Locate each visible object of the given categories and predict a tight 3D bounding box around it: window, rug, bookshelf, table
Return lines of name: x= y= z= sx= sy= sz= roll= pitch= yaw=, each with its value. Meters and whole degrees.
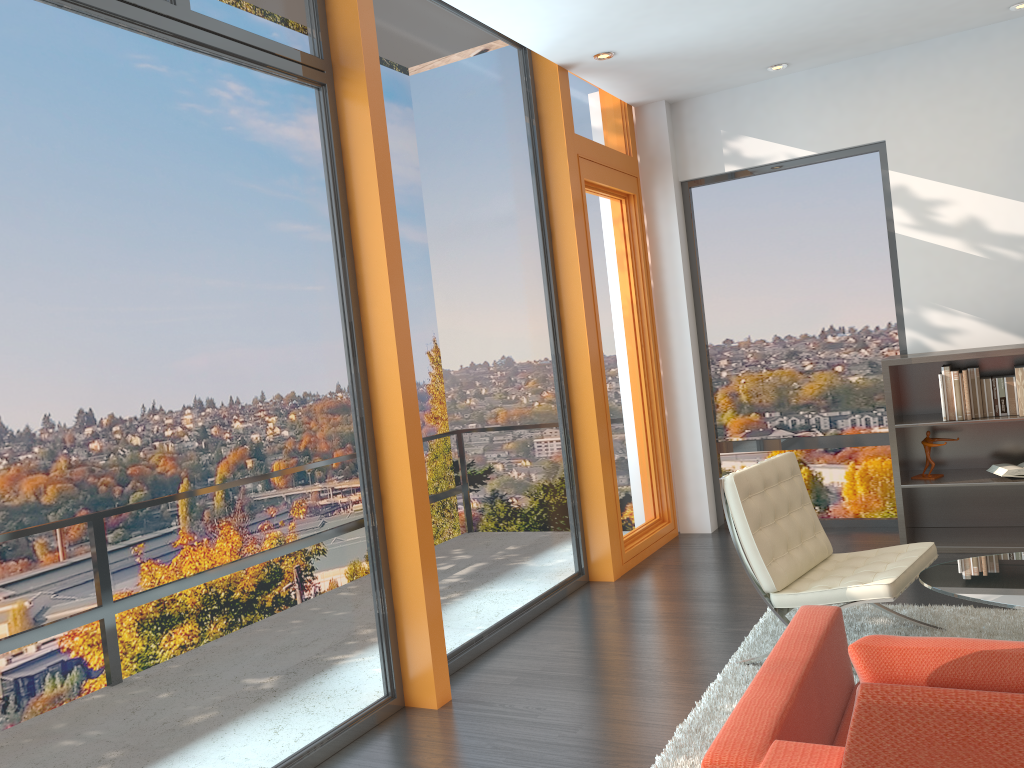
window: x=-0.175 y=-0.373 z=4.650 sx=0.070 sy=3.345 sz=1.845 roll=-6 pitch=1 yaw=29
window: x=1.975 y=-0.652 z=6.247 sx=1.409 sy=3.339 sz=0.065 roll=-6 pitch=1 yaw=29
window: x=-1.168 y=-0.214 z=2.823 sx=0.070 sy=3.345 sz=2.105 roll=-6 pitch=1 yaw=29
rug: x=2.325 y=1.087 z=2.398 sx=3.771 sy=0.043 sz=2.985 roll=-6 pitch=2 yaw=29
bookshelf: x=3.882 y=0.272 z=4.743 sx=3.386 sy=1.163 sz=0.570 roll=-6 pitch=1 yaw=29
table: x=2.385 y=0.844 z=2.767 sx=1.998 sy=0.464 sz=0.948 roll=-6 pitch=2 yaw=30
window: x=0.674 y=-0.504 z=6.017 sx=0.211 sy=3.345 sz=1.157 roll=-6 pitch=1 yaw=29

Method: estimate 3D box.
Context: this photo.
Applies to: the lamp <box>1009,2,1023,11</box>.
lamp: x=2.993 y=-2.218 z=5.203 sx=0.129 sy=0.010 sz=0.129 roll=-7 pitch=2 yaw=-16

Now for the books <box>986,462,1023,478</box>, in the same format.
books: x=2.984 y=0.502 z=5.161 sx=0.336 sy=0.064 sz=0.234 roll=-6 pitch=1 yaw=9

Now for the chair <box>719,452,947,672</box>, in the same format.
chair: x=1.364 y=0.737 z=3.806 sx=0.706 sy=0.817 sz=0.700 roll=-5 pitch=2 yaw=39

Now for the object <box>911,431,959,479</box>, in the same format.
object: x=2.574 y=0.429 z=5.416 sx=0.201 sy=0.290 sz=0.244 roll=-7 pitch=2 yaw=-41

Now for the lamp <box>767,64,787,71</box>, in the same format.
lamp: x=1.760 y=-2.099 z=5.882 sx=0.129 sy=0.010 sz=0.129 roll=-7 pitch=2 yaw=-16

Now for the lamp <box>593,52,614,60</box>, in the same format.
lamp: x=0.544 y=-1.947 z=5.268 sx=0.129 sy=0.010 sz=0.129 roll=-7 pitch=2 yaw=-16

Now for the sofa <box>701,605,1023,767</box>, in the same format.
sofa: x=1.729 y=0.755 z=1.447 sx=2.596 sy=0.852 sz=1.038 roll=-6 pitch=2 yaw=29

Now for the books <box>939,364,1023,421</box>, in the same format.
books: x=2.837 y=0.012 z=5.180 sx=0.592 sy=0.339 sz=0.324 roll=-6 pitch=1 yaw=29
